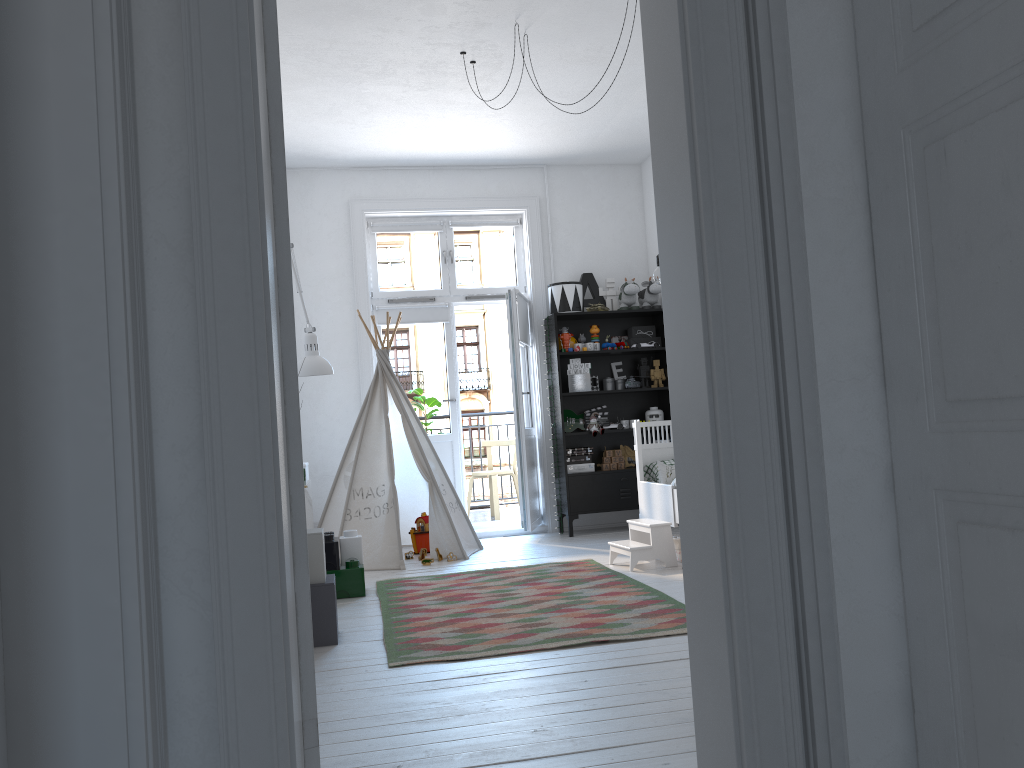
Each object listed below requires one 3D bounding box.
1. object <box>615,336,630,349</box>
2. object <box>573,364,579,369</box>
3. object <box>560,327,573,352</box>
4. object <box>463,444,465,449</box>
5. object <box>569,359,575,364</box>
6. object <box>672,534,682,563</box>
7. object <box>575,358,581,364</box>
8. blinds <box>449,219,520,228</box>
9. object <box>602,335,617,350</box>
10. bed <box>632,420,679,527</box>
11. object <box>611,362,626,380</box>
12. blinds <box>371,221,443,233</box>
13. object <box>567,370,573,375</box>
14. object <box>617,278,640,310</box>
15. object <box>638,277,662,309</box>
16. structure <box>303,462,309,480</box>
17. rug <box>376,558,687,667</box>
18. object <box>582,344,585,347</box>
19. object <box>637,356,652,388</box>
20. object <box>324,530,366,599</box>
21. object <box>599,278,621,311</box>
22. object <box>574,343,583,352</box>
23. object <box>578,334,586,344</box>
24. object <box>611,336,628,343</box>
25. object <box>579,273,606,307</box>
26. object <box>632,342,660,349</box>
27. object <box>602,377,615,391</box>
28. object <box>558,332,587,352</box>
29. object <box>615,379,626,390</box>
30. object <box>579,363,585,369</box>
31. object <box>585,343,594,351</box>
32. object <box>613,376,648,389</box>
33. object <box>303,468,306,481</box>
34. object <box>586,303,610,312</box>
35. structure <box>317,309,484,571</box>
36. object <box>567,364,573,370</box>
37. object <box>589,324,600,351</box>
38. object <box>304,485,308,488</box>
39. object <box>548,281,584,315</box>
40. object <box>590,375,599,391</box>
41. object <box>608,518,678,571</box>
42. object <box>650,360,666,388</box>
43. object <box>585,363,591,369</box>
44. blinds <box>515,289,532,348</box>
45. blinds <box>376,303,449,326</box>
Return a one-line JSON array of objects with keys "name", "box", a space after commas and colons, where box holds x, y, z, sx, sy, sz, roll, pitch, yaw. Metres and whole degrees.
[{"name": "object", "box": [0.851, -0.319, 6.913, 0.087, 0.112, 0.122, -2, -4, -40]}, {"name": "object", "box": [0.489, -0.131, 6.749, 0.040, 0.040, 0.040, -4, -3, 9]}, {"name": "object", "box": [0.416, -0.337, 6.766, 0.105, 0.203, 0.072, -4, -3, -3]}, {"name": "object", "box": [-0.773, 0.649, 7.997, 0.720, 1.224, 0.489, -4, -3, -1]}, {"name": "object", "box": [0.458, -0.169, 6.753, 0.040, 0.040, 0.040, -4, -3, -6]}, {"name": "object", "box": [1.035, 0.948, 5.159, 0.215, 0.147, 0.240, -4, -3, -4]}, {"name": "object", "box": [0.500, -0.172, 6.750, 0.040, 0.040, 0.040, -4, -3, -1]}, {"name": "blinds", "box": [-0.218, -1.288, 7.116, 0.565, 0.060, 0.032, -3, -3, -11]}, {"name": "object", "box": [0.751, -0.315, 6.851, 0.121, 0.126, 0.087, -2, -3, -34]}, {"name": "bed", "box": [1.247, 0.590, 5.159, 0.670, 0.832, 1.404, -3, -3, -11]}, {"name": "object", "box": [0.846, -0.102, 7.048, 0.107, 0.151, 0.055, -3, -3, -11]}, {"name": "blinds", "box": [-0.826, -1.239, 7.000, 0.565, 0.087, 0.032, -3, -3, -11]}, {"name": "object", "box": [0.441, -0.088, 6.751, 0.040, 0.040, 0.040, -4, -3, 4]}, {"name": "object", "box": [0.901, -0.684, 6.889, 0.154, 0.253, 0.370, -4, -3, -3]}, {"name": "object", "box": [1.049, -0.692, 6.922, 0.211, 0.253, 0.387, -3, -3, -27]}, {"name": "structure", "box": [-1.469, 0.790, 6.313, 0.075, 0.460, 0.636, -3, -3, -14]}, {"name": "rug", "box": [0.023, 1.037, 4.281, 1.319, 0.016, 2.029, -3, -3, -11]}, {"name": "object", "box": [0.551, -0.274, 6.832, 0.067, 0.067, 0.067, -2, -3, -37]}, {"name": "object", "box": [1.050, -0.090, 6.975, 0.117, 0.259, 0.081, -3, -3, -11]}, {"name": "object", "box": [-0.920, 0.962, 4.757, 0.246, 0.331, 0.247, -3, -3, -11]}, {"name": "object", "box": [0.786, -0.691, 7.036, 0.190, 0.290, 0.065, -4, -3, -6]}, {"name": "object", "box": [0.507, -0.274, 6.778, 0.067, 0.067, 0.067, -3, -3, -10]}, {"name": "object", "box": [0.551, -0.315, 6.939, 0.063, 0.160, 0.063, -2, -3, -32]}, {"name": "object", "box": [0.967, -0.323, 7.094, 0.347, 0.131, 0.037, -3, -3, -11]}, {"name": "object", "box": [0.608, -0.706, 7.035, 0.343, 0.344, 0.057, -3, -3, -11]}, {"name": "object", "box": [1.031, -0.296, 6.854, 0.230, 0.048, 0.098, -3, -3, -21]}, {"name": "object", "box": [0.763, 0.004, 6.983, 0.095, 0.110, 0.095, -4, -3, -6]}, {"name": "object", "box": [0.436, -0.330, 6.841, 0.197, 0.197, 0.318, -3, -3, -14]}, {"name": "object", "box": [0.875, 0.002, 6.918, 0.078, 0.091, 0.246, -3, -3, -16]}, {"name": "object", "box": [0.535, -0.135, 6.746, 0.040, 0.040, 0.040, -5, -3, 19]}, {"name": "object", "box": [0.595, -0.280, 6.780, 0.067, 0.067, 0.067, -3, -3, -10]}, {"name": "object", "box": [0.932, -0.009, 6.896, 0.368, 0.105, 0.349, -3, -3, -9]}, {"name": "object", "box": [-1.108, 0.483, 4.730, 0.009, 0.066, 0.054, -3, -3, -20]}, {"name": "object", "box": [0.652, -0.596, 6.850, 0.121, 0.100, 0.338, -5, -3, 24]}, {"name": "structure", "box": [-0.858, 0.332, 6.131, 1.143, 1.749, 1.144, -2, -3, -35]}, {"name": "object", "box": [0.444, -0.128, 6.753, 0.040, 0.040, 0.040, -4, -3, -1]}, {"name": "object", "box": [0.641, -0.353, 6.833, 0.077, 0.213, 0.077, -5, -3, 23]}, {"name": "object", "box": [-1.087, 0.472, 4.360, 0.111, 0.047, 0.902, -3, -3, -16]}, {"name": "object", "box": [0.437, -0.658, 6.925, 0.272, 0.259, 0.395, -5, -3, 18]}, {"name": "object", "box": [0.648, 0.001, 6.996, 0.070, 0.134, 0.028, -3, -3, -11]}, {"name": "object", "box": [0.741, 0.914, 5.076, 0.288, 0.245, 0.332, -3, -3, -16]}, {"name": "object", "box": [1.137, -0.079, 6.927, 0.114, 0.221, 0.052, -3, -3, -11]}, {"name": "object", "box": [0.579, -0.138, 6.743, 0.040, 0.040, 0.040, -5, -3, 14]}, {"name": "blinds", "box": [0.095, -0.498, 6.842, 0.032, 0.390, 0.565, -4, -3, 9]}, {"name": "blinds", "box": [-0.779, -0.548, 6.969, 0.565, 0.158, 0.032, -3, -3, -11]}]
